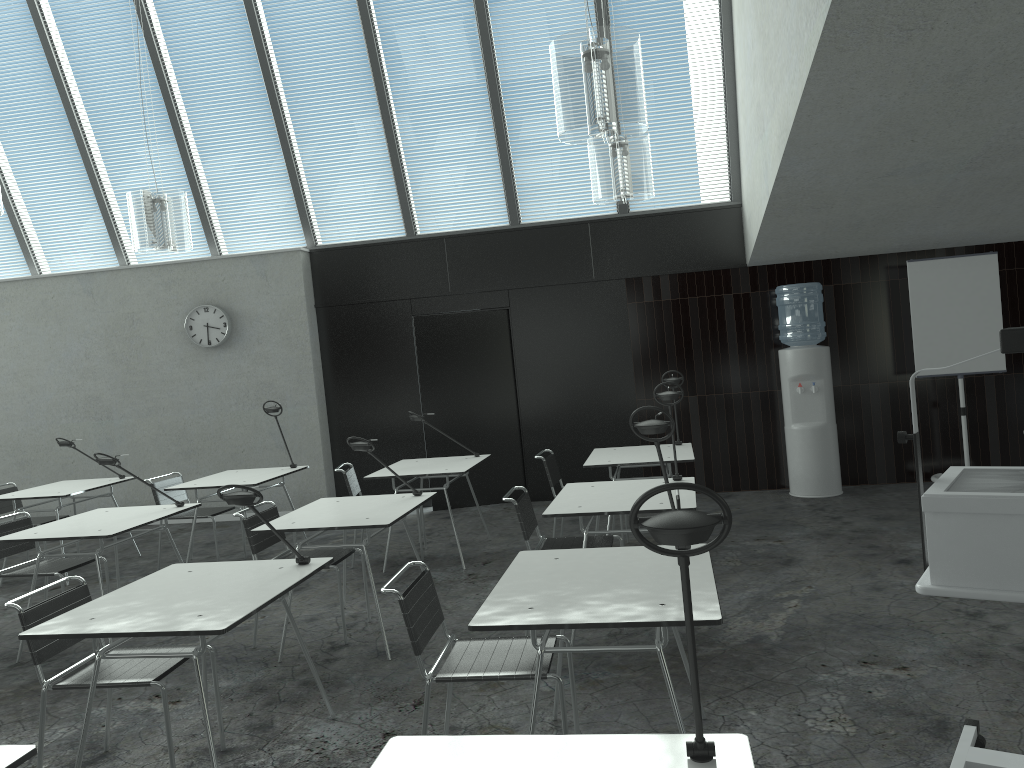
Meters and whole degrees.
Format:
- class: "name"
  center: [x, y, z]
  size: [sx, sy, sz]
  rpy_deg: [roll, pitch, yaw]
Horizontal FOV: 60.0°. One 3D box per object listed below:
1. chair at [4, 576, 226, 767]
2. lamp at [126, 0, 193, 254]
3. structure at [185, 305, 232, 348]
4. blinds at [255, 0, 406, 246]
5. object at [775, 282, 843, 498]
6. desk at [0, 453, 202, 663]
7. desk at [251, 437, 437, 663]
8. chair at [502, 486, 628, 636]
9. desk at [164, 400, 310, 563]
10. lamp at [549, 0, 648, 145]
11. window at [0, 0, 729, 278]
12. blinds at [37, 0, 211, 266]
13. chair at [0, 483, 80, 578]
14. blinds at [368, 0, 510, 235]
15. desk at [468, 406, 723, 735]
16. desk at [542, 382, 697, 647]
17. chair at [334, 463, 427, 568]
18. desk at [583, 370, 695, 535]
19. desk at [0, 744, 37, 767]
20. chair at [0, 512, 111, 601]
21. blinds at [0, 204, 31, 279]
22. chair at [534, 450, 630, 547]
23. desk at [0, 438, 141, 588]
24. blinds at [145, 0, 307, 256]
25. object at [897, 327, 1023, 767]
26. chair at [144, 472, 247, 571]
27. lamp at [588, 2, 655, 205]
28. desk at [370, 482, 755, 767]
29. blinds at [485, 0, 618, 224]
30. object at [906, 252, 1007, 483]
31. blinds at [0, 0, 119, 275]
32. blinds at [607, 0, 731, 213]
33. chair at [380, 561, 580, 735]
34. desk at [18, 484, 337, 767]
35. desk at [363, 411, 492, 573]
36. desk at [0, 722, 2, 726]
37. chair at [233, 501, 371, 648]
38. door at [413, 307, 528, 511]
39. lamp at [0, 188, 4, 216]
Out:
- class: "chair"
  center: [-1.400, 1.175, 3.160]
  size: [0.555, 0.765, 0.428]
  rpy_deg: [-5, 2, 7]
- class: "lamp"
  center: [-2.370, -2.376, 5.647]
  size: [0.359, 2.848, 0.350]
  rpy_deg: [-5, 2, 10]
- class: "structure"
  center: [-2.886, -0.608, 8.426]
  size: [0.446, 0.446, 0.077]
  rpy_deg: [-5, 2, 10]
- class: "blinds"
  center: [-1.649, -2.934, 7.791]
  size: [0.889, 2.949, 1.094]
  rpy_deg: [-5, 2, 10]
- class: "object"
  center: [2.490, 0.052, 7.480]
  size: [0.436, 1.967, 0.436]
  rpy_deg: [-5, 2, 0]
- class: "desk"
  center: [-2.270, 0.989, 4.962]
  size: [0.700, 1.153, 0.900]
  rpy_deg: [-5, 2, 11]
- class: "desk"
  center: [-0.826, 0.872, 4.636]
  size: [0.700, 1.153, 0.900]
  rpy_deg: [-5, 2, 10]
- class: "chair"
  center: [0.282, 0.971, 4.490]
  size: [0.555, 0.765, 0.428]
  rpy_deg: [-5, 2, 9]
- class: "desk"
  center: [-1.998, 0.818, 6.545]
  size: [0.700, 1.321, 0.900]
  rpy_deg: [-5, 2, 11]
- class: "lamp"
  center: [0.260, -2.255, 3.489]
  size: [0.359, 2.307, 0.350]
  rpy_deg: [-5, 2, 10]
- class: "window"
  center: [-4.558, -2.726, 8.344]
  size: [12.775, 3.101, 1.144]
  rpy_deg: [-5, 2, 10]
- class: "blinds"
  center: [-3.590, -2.773, 8.142]
  size: [0.889, 2.949, 1.094]
  rpy_deg: [-5, 2, 10]
- class: "chair"
  center: [-3.730, 1.239, 6.835]
  size: [0.555, 0.765, 0.428]
  rpy_deg: [-5, 2, 9]
- class: "blinds"
  center: [-0.681, -3.014, 7.616]
  size: [0.889, 2.949, 1.094]
  rpy_deg: [-5, 2, 10]
- class: "desk"
  center: [0.299, 0.757, 2.855]
  size: [0.700, 1.321, 0.900]
  rpy_deg: [-5, 2, 10]
- class: "desk"
  center: [0.567, 0.670, 4.433]
  size: [0.700, 1.321, 0.900]
  rpy_deg: [-5, 2, 11]
- class: "chair"
  center: [-0.929, 1.007, 6.337]
  size: [0.555, 0.765, 0.428]
  rpy_deg: [-5, 2, -2]
- class: "desk"
  center: [0.872, 0.581, 5.993]
  size: [0.700, 1.321, 0.900]
  rpy_deg: [-5, 2, 10]
- class: "desk"
  center: [-1.411, 0.965, 1.501]
  size: [0.700, 1.321, 0.900]
  rpy_deg: [-5, 2, 9]
- class: "chair"
  center: [-2.664, 1.214, 5.048]
  size: [0.555, 0.765, 0.428]
  rpy_deg: [-5, 2, 12]
- class: "blinds"
  center: [-5.529, -2.612, 8.493]
  size: [0.889, 2.949, 1.094]
  rpy_deg: [-5, 2, 10]
- class: "chair"
  center: [0.486, 0.889, 6.092]
  size: [0.555, 0.765, 0.428]
  rpy_deg: [-5, 2, 12]
- class: "desk"
  center: [-3.411, 1.020, 6.775]
  size: [0.700, 1.153, 0.900]
  rpy_deg: [-5, 2, 11]
- class: "blinds"
  center: [-2.619, -2.853, 7.966]
  size: [0.889, 2.949, 1.094]
  rpy_deg: [-5, 2, 10]
- class: "object"
  center: [1.488, 0.503, 2.519]
  size: [0.680, 1.639, 0.559]
  rpy_deg: [-4, 3, 34]
- class: "chair"
  center: [-2.356, 1.125, 6.603]
  size: [0.555, 0.765, 0.428]
  rpy_deg: [-5, 2, 14]
- class: "lamp"
  center: [0.525, -2.616, 5.123]
  size: [0.359, 2.848, 0.350]
  rpy_deg: [-5, 2, 10]
- class: "desk"
  center: [0.032, 0.843, 1.290]
  size: [0.700, 1.321, 0.900]
  rpy_deg: [-5, 2, 10]
- class: "blinds"
  center: [0.286, -3.110, 7.434]
  size: [0.889, 2.982, 1.106]
  rpy_deg: [-5, 2, 10]
- class: "object"
  center: [3.624, -0.100, 7.170]
  size: [0.553, 2.091, 0.560]
  rpy_deg: [-6, 3, -26]
- class: "blinds"
  center: [-4.560, -2.692, 8.317]
  size: [0.889, 2.949, 1.094]
  rpy_deg: [-5, 2, 10]
- class: "blinds"
  center: [1.257, -3.191, 7.258]
  size: [0.889, 2.982, 1.106]
  rpy_deg: [-5, 2, 10]
- class: "chair"
  center: [-0.089, 1.065, 2.940]
  size: [0.555, 0.765, 0.428]
  rpy_deg: [-5, 2, 8]
- class: "desk"
  center: [-1.109, 0.957, 3.139]
  size: [0.700, 1.153, 0.900]
  rpy_deg: [-5, 2, 10]
- class: "desk"
  center: [-0.562, 0.783, 6.292]
  size: [0.700, 1.153, 0.900]
  rpy_deg: [-5, 2, 10]
- class: "desk"
  center: [-2.578, 0.996, 3.352]
  size: [0.700, 1.321, 0.900]
  rpy_deg: [-5, 2, 10]
- class: "chair"
  center: [-1.103, 1.088, 4.684]
  size: [0.555, 0.765, 0.428]
  rpy_deg: [-5, 2, 10]
- class: "door"
  center: [-0.399, 0.255, 8.236]
  size: [0.940, 2.020, 0.365]
  rpy_deg: [-5, 2, 10]
- class: "lamp"
  center: [-2.636, -2.015, 4.013]
  size: [0.359, 2.307, 0.350]
  rpy_deg: [-5, 2, 10]
